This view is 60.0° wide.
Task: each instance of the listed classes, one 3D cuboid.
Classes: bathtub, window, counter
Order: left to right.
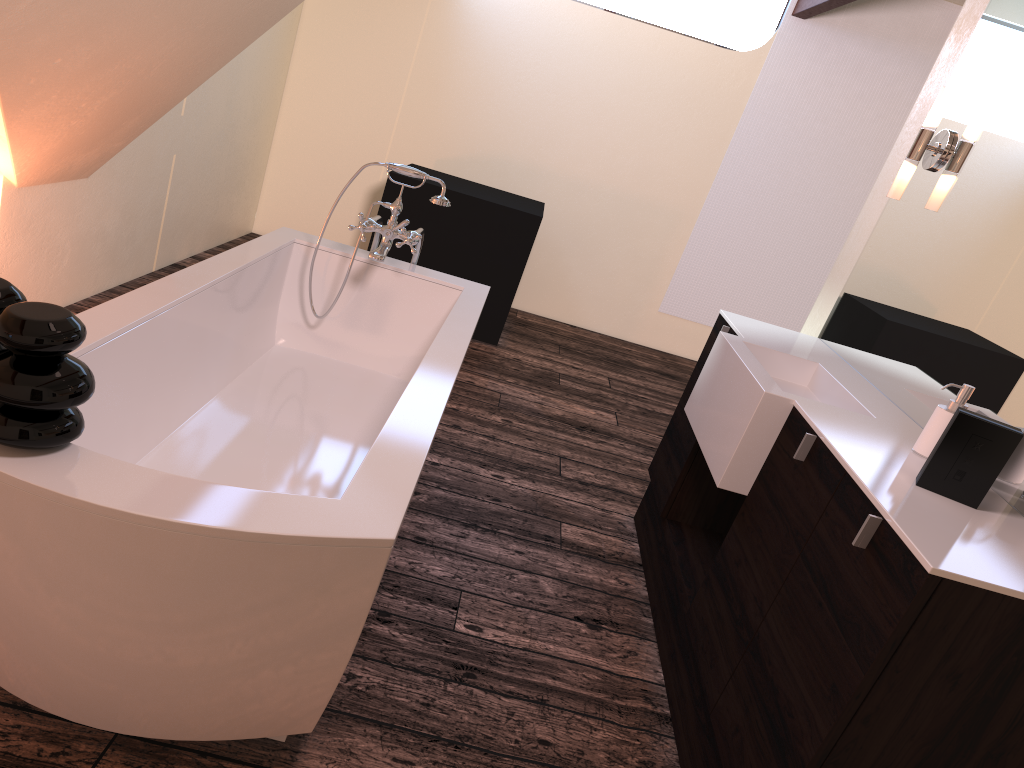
[{"bbox_3d":[-0.617,0.142,2.373,0.799,0.702,2.188,18,19,-3],"label":"bathtub"},{"bbox_3d":[0.588,-2.274,3.714,2.109,0.685,3.473,18,19,-3],"label":"window"},{"bbox_3d":[0.769,0.186,2.260,0.442,0.300,1.832,18,19,-3],"label":"counter"}]

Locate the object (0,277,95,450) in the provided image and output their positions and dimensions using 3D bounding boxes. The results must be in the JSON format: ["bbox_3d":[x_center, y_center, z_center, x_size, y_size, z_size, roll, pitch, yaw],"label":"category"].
[{"bbox_3d":[-0.740,-0.037,1.312,0.274,0.231,0.155,28,22,24],"label":"object"}]

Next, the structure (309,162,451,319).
[{"bbox_3d":[-0.491,-0.323,3.199,0.383,1.134,0.548,22,21,10],"label":"structure"}]

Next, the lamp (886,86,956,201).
[{"bbox_3d":[1.240,-0.788,2.648,0.083,0.370,0.129,17,20,-3],"label":"lamp"}]

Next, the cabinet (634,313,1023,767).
[{"bbox_3d":[0.698,0.488,2.377,0.386,0.934,1.832,17,19,-3],"label":"cabinet"}]

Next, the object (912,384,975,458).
[{"bbox_3d":[0.951,0.089,1.936,0.079,0.193,0.073,33,25,34],"label":"object"}]

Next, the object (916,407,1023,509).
[{"bbox_3d":[0.871,0.156,1.693,0.116,0.180,0.066,25,21,18],"label":"object"}]

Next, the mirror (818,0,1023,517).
[{"bbox_3d":[1.273,-0.488,1.270,0.011,1.866,3.193,17,19,-3],"label":"mirror"}]

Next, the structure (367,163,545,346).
[{"bbox_3d":[-0.356,-0.878,5.314,0.870,0.871,0.790,17,20,-3],"label":"structure"}]
